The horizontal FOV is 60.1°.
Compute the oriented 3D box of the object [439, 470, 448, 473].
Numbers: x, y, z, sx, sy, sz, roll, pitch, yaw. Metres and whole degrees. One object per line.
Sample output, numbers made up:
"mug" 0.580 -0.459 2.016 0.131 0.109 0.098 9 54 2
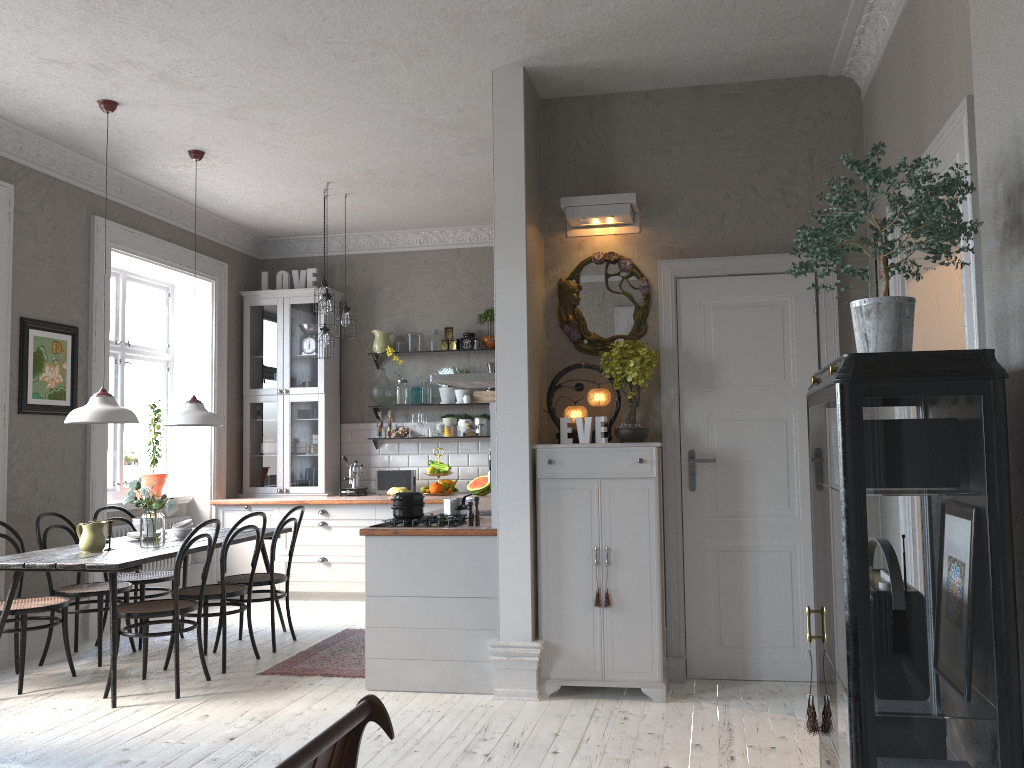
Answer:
"object" -0.611 0.789 7.879 0.076 0.062 0.099 0 -4 -15

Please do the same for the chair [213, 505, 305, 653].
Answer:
"chair" -1.658 1.268 5.843 0.546 0.920 0.440 -1 -4 9

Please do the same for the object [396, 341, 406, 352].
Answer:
"object" -1.029 -0.336 8.254 0.102 0.111 0.104 -2 -4 11

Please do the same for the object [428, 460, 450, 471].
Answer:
"object" -0.646 0.723 7.884 0.208 0.101 0.068 -2 -4 17

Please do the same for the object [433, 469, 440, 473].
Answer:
"object" -0.673 0.787 7.855 0.063 0.061 0.067 -2 -4 11

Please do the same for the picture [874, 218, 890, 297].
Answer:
"picture" 1.852 -0.594 4.438 0.012 0.416 0.284 -2 -4 13

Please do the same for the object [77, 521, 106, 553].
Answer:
"object" -2.388 0.866 5.028 0.152 0.170 0.133 1 -4 -27

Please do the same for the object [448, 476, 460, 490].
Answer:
"object" -0.527 0.883 7.895 0.060 0.120 0.128 -4 -5 35

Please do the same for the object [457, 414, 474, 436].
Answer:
"object" -0.431 0.377 8.137 0.170 0.214 0.150 -4 -5 41

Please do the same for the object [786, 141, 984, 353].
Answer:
"object" 0.850 -0.300 2.023 0.407 0.506 0.405 -3 -4 27

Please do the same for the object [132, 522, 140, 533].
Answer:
"object" -2.341 0.929 5.690 0.179 0.094 0.180 -1 -4 2

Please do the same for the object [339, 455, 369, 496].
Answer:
"object" -1.450 0.826 8.000 0.204 0.370 0.356 -2 -4 12

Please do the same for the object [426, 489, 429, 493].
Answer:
"object" -0.725 0.946 7.894 0.083 0.057 0.090 -5 -5 43

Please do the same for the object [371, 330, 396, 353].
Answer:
"object" -1.199 -0.389 8.229 0.188 0.216 0.176 -3 -4 25

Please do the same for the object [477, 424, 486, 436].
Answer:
"object" -0.274 0.416 7.997 0.077 0.108 0.078 -1 -4 5

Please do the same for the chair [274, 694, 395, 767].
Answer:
"chair" -0.810 1.085 1.890 1.009 0.721 0.511 -2 -4 11

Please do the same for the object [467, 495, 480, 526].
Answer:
"object" -0.211 0.690 4.832 0.072 0.167 0.036 -2 -4 11

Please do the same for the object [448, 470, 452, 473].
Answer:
"object" -0.564 0.787 7.901 0.051 0.050 0.050 -2 -4 21

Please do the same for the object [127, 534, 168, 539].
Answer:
"object" -2.339 0.982 5.687 0.233 0.027 0.242 -3 -4 29

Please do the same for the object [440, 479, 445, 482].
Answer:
"object" -0.619 0.901 7.961 0.085 0.093 0.087 -1 -4 7

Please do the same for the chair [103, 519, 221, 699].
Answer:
"chair" -1.896 1.204 4.846 0.546 0.920 0.440 -1 -4 9

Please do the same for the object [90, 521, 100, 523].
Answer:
"object" -2.428 0.875 5.156 0.061 0.172 0.063 -3 -5 33

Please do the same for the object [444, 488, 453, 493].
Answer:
"object" -0.565 0.947 7.823 0.069 0.051 0.088 1 -5 -31

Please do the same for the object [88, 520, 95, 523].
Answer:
"object" -2.472 0.881 5.238 0.096 0.172 0.095 0 -4 -7

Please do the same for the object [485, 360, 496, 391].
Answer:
"object" -0.182 -0.076 8.080 0.131 0.287 0.130 -1 -4 -4

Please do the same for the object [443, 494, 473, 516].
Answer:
"object" -0.271 0.699 5.162 0.178 0.134 0.297 3 -5 -44

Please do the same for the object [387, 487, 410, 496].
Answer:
"object" -0.999 0.947 7.790 0.195 0.083 0.191 -2 -4 12

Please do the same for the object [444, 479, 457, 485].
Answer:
"object" -0.552 0.878 7.907 0.126 0.056 0.060 -1 -4 3

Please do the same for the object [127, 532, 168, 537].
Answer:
"object" -2.340 0.973 5.687 0.241 0.027 0.234 1 -4 -21

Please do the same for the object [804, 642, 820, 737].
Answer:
"object" 0.755 0.769 2.240 0.041 0.234 0.044 2 -5 -32

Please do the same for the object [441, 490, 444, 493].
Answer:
"object" -0.632 0.955 7.840 0.070 0.065 0.070 -3 -5 32

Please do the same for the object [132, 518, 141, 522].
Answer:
"object" -2.341 0.909 5.691 0.179 0.094 0.180 -1 -4 2

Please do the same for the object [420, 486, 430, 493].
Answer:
"object" -0.756 0.946 7.937 0.075 0.072 0.155 -4 -5 41

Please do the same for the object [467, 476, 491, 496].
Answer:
"object" -0.276 0.883 7.658 0.231 0.174 0.222 -3 -5 33

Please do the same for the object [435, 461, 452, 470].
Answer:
"object" -0.604 0.736 7.945 0.177 0.096 0.090 -3 -5 31

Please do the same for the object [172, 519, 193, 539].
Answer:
"object" -2.119 0.933 5.693 0.122 0.119 0.130 -3 -4 27

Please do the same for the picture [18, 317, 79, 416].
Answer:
"picture" -3.059 -0.102 5.866 0.020 0.619 0.525 -2 -4 13

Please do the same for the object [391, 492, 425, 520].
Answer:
"object" -0.585 0.685 4.986 0.191 0.147 0.191 0 -4 -9

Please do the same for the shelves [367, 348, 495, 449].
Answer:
"shelves" -0.663 0.162 8.150 1.306 0.923 0.230 -2 -4 10

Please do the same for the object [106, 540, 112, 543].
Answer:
"object" -2.562 0.930 5.498 0.140 0.112 0.139 0 -4 -6

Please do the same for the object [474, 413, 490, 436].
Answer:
"object" -0.268 0.374 8.116 0.157 0.213 0.154 -1 -4 9

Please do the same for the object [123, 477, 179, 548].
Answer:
"object" -2.111 0.750 5.194 0.310 0.414 0.253 -2 -4 10

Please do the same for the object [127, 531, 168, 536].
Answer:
"object" -2.340 0.965 5.688 0.233 0.027 0.242 -4 -5 34

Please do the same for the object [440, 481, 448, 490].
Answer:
"object" -0.612 0.903 7.842 0.087 0.078 0.089 -4 -5 38

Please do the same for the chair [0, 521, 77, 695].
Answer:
"chair" -2.802 1.232 5.027 0.542 0.920 0.443 -2 -4 19

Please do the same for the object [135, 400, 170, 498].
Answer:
"object" -2.989 0.536 7.375 0.254 0.813 0.265 -4 -5 39

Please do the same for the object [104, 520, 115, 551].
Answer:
"object" -2.316 0.872 5.100 0.058 0.167 0.060 -3 -4 25

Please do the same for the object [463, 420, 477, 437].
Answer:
"object" -0.377 0.403 8.036 0.120 0.147 0.099 1 -4 -21

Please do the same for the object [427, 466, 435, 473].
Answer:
"object" -0.716 0.765 7.850 0.058 0.069 0.080 -3 -5 31

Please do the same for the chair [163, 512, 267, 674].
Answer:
"chair" -1.782 1.238 5.371 0.542 0.920 0.443 -2 -4 19

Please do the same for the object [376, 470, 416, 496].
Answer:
"object" -1.050 0.892 8.011 0.349 0.226 0.089 -2 -4 10

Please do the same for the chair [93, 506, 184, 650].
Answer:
"chair" -2.558 1.297 6.047 0.541 0.920 0.445 -3 -4 24

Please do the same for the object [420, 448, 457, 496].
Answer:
"object" -0.654 0.781 7.909 0.353 0.425 0.351 -1 -4 -4

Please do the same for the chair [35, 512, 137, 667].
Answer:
"chair" -2.683 1.267 5.573 0.546 0.920 0.440 -1 -4 9

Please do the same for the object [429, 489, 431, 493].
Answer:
"object" -0.707 0.956 7.906 0.070 0.076 0.228 -1 -4 -5

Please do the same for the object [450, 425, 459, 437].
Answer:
"object" -0.522 0.425 8.069 0.077 0.108 0.078 -1 -4 5

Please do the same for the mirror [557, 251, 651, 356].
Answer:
"mirror" 0.516 -0.458 4.997 0.528 0.593 0.071 -2 -4 10

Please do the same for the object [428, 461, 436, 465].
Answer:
"object" -0.710 0.704 7.902 0.073 0.058 0.050 0 -4 -12

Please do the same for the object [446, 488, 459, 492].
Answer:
"object" -0.555 0.946 7.946 0.055 0.044 0.212 2 -5 -40

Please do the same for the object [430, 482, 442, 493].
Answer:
"object" -0.668 0.910 7.775 0.114 0.110 0.110 1 -4 -21
